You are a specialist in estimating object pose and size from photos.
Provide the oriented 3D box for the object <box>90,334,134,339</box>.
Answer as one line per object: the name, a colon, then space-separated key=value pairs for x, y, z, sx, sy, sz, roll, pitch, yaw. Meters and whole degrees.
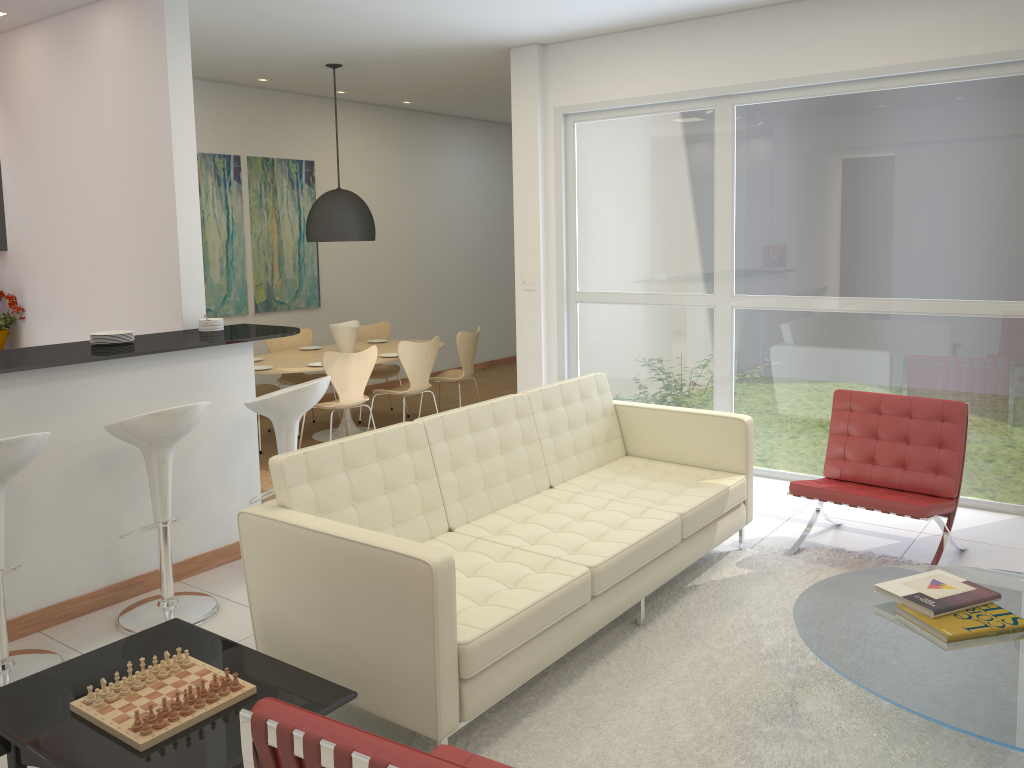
object: x=-2.073 y=-0.246 z=4.590 sx=0.210 sy=0.015 sz=0.212 roll=-3 pitch=10 yaw=-9

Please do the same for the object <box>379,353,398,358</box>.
object: x=-1.029 y=-0.241 z=7.529 sx=0.210 sy=0.015 sz=0.212 roll=-2 pitch=10 yaw=-7

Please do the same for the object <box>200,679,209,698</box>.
object: x=-0.877 y=0.862 z=2.512 sx=0.030 sy=0.049 sz=0.030 roll=6 pitch=10 yaw=44

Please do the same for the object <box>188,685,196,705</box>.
object: x=-0.901 y=0.868 z=2.481 sx=0.030 sy=0.049 sz=0.030 roll=6 pitch=10 yaw=44

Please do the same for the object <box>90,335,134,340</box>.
object: x=-2.073 y=-0.239 z=4.591 sx=0.210 sy=0.015 sz=0.212 roll=-3 pitch=10 yaw=-9

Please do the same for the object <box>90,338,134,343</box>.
object: x=-2.073 y=-0.225 z=4.593 sx=0.210 sy=0.015 sz=0.212 roll=-3 pitch=10 yaw=-9

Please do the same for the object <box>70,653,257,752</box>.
object: x=-0.992 y=0.896 z=2.528 sx=0.361 sy=0.021 sz=0.362 roll=6 pitch=12 yaw=36

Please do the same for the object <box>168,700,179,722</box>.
object: x=-0.916 y=0.880 z=2.393 sx=0.030 sy=0.054 sz=0.030 roll=6 pitch=10 yaw=44

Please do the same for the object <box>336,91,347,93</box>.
object: x=-1.714 y=-2.929 z=8.881 sx=0.129 sy=0.010 sz=0.130 roll=-3 pitch=10 yaw=-8

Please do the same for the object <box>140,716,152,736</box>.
object: x=-0.964 y=0.897 z=2.330 sx=0.030 sy=0.043 sz=0.030 roll=6 pitch=10 yaw=44

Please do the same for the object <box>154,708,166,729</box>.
object: x=-0.940 y=0.887 z=2.361 sx=0.030 sy=0.052 sz=0.030 roll=6 pitch=10 yaw=44

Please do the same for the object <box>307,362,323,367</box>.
object: x=-1.528 y=-0.154 z=7.070 sx=0.210 sy=0.015 sz=0.211 roll=-6 pitch=11 yaw=-27

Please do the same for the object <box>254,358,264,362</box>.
object: x=-2.194 y=-0.201 z=7.432 sx=0.211 sy=0.015 sz=0.211 roll=-7 pitch=11 yaw=-31

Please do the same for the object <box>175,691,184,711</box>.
object: x=-0.924 y=0.874 z=2.449 sx=0.030 sy=0.049 sz=0.030 roll=6 pitch=10 yaw=44

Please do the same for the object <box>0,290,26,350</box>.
object: x=-3.759 y=-0.462 z=6.321 sx=0.522 sy=0.446 sz=0.506 roll=1 pitch=8 yaw=16

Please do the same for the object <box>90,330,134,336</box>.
object: x=-2.073 y=-0.259 z=4.589 sx=0.210 sy=0.015 sz=0.212 roll=-3 pitch=10 yaw=-9

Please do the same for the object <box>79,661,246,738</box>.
object: x=-0.992 y=0.886 z=2.526 sx=0.350 sy=0.001 sz=0.348 roll=6 pitch=12 yaw=36

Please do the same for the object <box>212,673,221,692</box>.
object: x=-0.853 y=0.856 z=2.544 sx=0.030 sy=0.049 sz=0.030 roll=6 pitch=10 yaw=44

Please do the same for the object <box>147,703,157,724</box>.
object: x=-0.972 y=0.885 z=2.385 sx=0.030 sy=0.049 sz=0.030 roll=6 pitch=10 yaw=44

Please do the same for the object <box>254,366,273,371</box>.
object: x=-1.979 y=-0.122 z=6.936 sx=0.211 sy=0.015 sz=0.211 roll=-7 pitch=11 yaw=-31

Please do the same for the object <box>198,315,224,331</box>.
object: x=-1.765 y=-0.361 z=5.150 sx=0.140 sy=0.097 sz=0.174 roll=4 pitch=10 yaw=29

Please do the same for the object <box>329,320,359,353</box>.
object: x=-1.464 y=-0.405 z=7.770 sx=0.271 sy=0.278 sz=0.263 roll=-4 pitch=8 yaw=-18

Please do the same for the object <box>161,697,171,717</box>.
object: x=-0.948 y=0.879 z=2.417 sx=0.030 sy=0.049 sz=0.030 roll=6 pitch=10 yaw=44

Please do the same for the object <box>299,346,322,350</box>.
object: x=-1.856 y=-0.327 z=8.145 sx=0.211 sy=0.015 sz=0.211 roll=-8 pitch=12 yaw=-35

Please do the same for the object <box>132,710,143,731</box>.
object: x=-0.996 y=0.891 z=2.353 sx=0.030 sy=0.049 sz=0.030 roll=6 pitch=10 yaw=44

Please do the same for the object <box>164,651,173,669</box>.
object: x=-1.046 y=0.835 z=2.687 sx=0.030 sy=0.052 sz=0.030 roll=3 pitch=8 yaw=29

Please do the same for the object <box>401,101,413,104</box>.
object: x=-1.144 y=-3.069 z=9.644 sx=0.129 sy=0.010 sz=0.130 roll=-3 pitch=10 yaw=-8

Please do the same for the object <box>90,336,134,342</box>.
object: x=-2.073 y=-0.232 z=4.592 sx=0.210 sy=0.015 sz=0.212 roll=-3 pitch=10 yaw=-9

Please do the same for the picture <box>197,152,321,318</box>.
picture: x=-2.535 y=-1.421 z=8.472 sx=0.020 sy=1.497 sz=1.748 roll=3 pitch=9 yaw=36

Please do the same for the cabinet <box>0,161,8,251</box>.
cabinet: x=-4.761 y=-1.070 z=5.196 sx=0.352 sy=0.655 sz=3.260 roll=4 pitch=11 yaw=36

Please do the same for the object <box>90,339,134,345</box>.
object: x=-2.072 y=-0.218 z=4.593 sx=0.210 sy=0.015 sz=0.212 roll=-3 pitch=10 yaw=-9

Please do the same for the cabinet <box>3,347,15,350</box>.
cabinet: x=-3.904 y=0.538 z=4.693 sx=2.499 sy=0.978 sz=3.354 roll=5 pitch=11 yaw=36

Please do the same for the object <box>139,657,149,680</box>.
object: x=-1.094 y=0.841 z=2.622 sx=0.030 sy=0.064 sz=0.030 roll=5 pitch=9 yaw=44

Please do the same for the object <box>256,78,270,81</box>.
object: x=-2.284 y=-2.789 z=8.118 sx=0.129 sy=0.010 sz=0.130 roll=-3 pitch=10 yaw=-8

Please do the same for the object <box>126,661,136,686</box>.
object: x=-1.117 y=0.844 z=2.590 sx=0.030 sy=0.069 sz=0.030 roll=5 pitch=9 yaw=44

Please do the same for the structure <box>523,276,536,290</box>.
structure: x=0.138 y=-0.806 z=7.069 sx=0.114 sy=0.104 sz=0.013 roll=5 pitch=9 yaw=36

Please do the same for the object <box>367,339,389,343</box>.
object: x=-1.303 y=-0.412 z=8.585 sx=0.210 sy=0.015 sz=0.212 roll=1 pitch=10 yaw=15

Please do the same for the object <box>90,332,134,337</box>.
object: x=-2.073 y=-0.253 z=4.590 sx=0.210 sy=0.015 sz=0.212 roll=-3 pitch=10 yaw=-9

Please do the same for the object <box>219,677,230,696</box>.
object: x=-0.821 y=0.858 z=2.520 sx=0.030 sy=0.052 sz=0.030 roll=6 pitch=10 yaw=44
